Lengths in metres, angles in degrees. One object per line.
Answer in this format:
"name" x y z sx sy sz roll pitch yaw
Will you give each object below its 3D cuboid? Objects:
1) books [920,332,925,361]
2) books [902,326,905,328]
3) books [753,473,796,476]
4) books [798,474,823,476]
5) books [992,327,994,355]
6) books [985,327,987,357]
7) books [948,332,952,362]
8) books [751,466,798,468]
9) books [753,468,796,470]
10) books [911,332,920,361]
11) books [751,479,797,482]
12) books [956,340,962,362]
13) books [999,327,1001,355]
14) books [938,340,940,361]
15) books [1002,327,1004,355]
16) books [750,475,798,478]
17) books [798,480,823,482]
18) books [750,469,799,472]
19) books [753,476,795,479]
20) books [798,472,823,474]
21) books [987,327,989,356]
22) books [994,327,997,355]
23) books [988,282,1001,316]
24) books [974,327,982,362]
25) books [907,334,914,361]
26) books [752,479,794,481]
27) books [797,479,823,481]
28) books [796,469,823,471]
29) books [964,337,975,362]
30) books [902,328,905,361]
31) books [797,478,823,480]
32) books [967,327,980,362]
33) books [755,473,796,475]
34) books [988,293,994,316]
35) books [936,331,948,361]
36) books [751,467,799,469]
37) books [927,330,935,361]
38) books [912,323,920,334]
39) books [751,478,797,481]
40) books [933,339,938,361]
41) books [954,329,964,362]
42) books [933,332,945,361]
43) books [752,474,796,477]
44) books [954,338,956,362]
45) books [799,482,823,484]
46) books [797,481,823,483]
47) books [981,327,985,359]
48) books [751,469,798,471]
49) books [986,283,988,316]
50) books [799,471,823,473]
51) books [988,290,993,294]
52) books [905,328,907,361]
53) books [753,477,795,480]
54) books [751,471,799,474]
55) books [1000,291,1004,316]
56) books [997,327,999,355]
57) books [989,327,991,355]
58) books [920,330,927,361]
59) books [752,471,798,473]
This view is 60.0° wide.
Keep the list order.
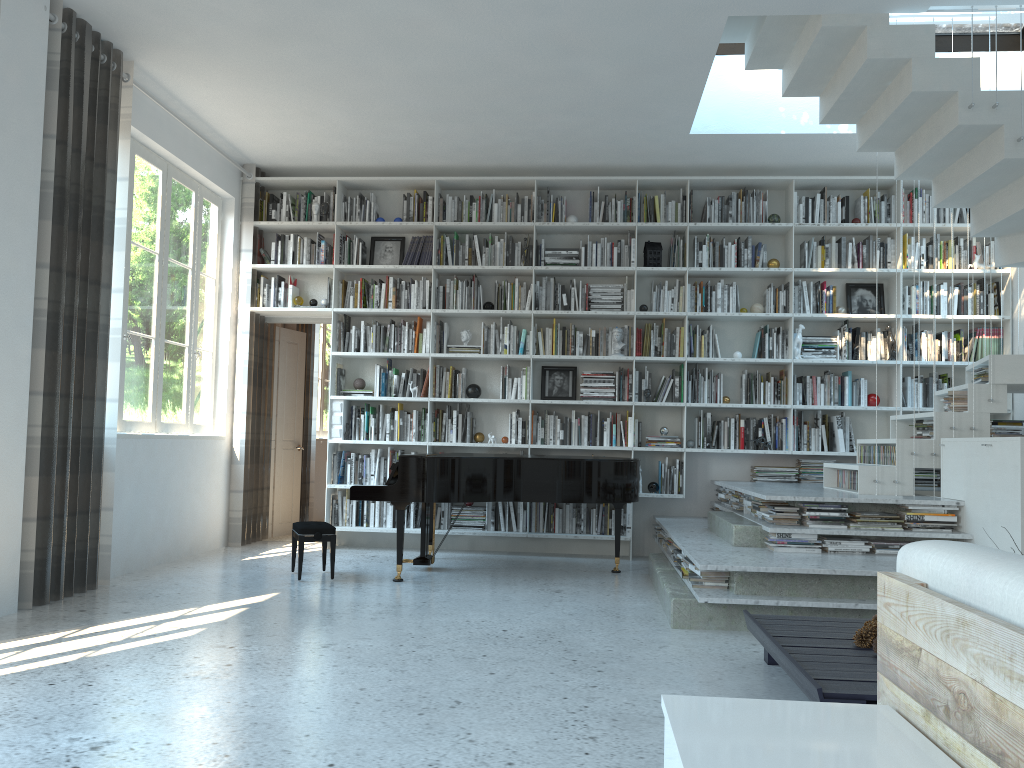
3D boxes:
"books" 3.311 -0.289 7.205 0.026 0.245 0.181 1 -3 5
"books" 3.176 -0.314 7.238 0.010 0.293 0.164 1 -3 5
"books" 2.145 0.741 7.271 0.308 0.008 0.195 1 -4 5
"books" 2.478 0.744 7.232 0.254 0.007 0.161 1 -4 1
"books" 3.849 -0.303 7.167 0.018 0.293 0.169 1 -3 5
"books" 3.794 -0.304 7.171 0.018 0.293 0.169 1 -3 5
"books" 3.535 -0.287 7.209 0.012 0.254 0.161 1 -3 5
"books" 2.148 0.681 7.269 0.345 0.007 0.193 1 -4 7
"books" 2.148 0.696 7.268 0.308 0.008 0.195 1 -4 7
"books" 3.275 -0.288 7.209 0.022 0.243 0.171 1 -3 5
"books" 2.141 0.793 7.257 0.345 0.007 0.193 1 -4 9
"books" 3.589 -0.252 7.168 0.024 0.181 0.191 1 -3 5
"books" 3.902 -0.302 7.151 0.018 0.293 0.169 1 -3 5
"books" 3.440 -0.254 7.213 0.030 0.184 0.137 1 -3 5
"books" 3.921 -0.301 7.160 0.018 0.293 0.169 1 -3 5
"books" 2.144 0.756 7.265 0.345 0.007 0.193 1 -4 3
"books" 2.475 0.793 7.230 0.254 0.007 0.161 1 -4 9
"books" 2.147 0.710 7.258 0.345 0.007 0.193 1 -4 0
"books" 2.142 0.763 7.264 0.308 0.008 0.195 1 -4 7
"books" 2.478 0.724 7.230 0.285 0.007 0.159 1 -4 0
"books" 3.812 -0.303 7.170 0.018 0.293 0.169 1 -3 5
"books" 3.866 -0.303 7.160 0.018 0.293 0.169 1 -3 5
"books" 3.901 -0.669 7.183 0.042 0.292 0.186 1 -3 5
"books" 3.752 -0.304 7.175 0.033 0.294 0.169 1 -3 5
"books" 3.233 -0.284 7.240 0.066 0.236 0.144 1 -3 5
"books" 2.141 0.785 7.258 0.308 0.008 0.195 1 -4 1
"books" 2.476 0.786 7.239 0.254 0.007 0.161 1 -4 5
"books" 2.480 0.704 7.244 0.285 0.007 0.159 1 -4 5
"books" 3.673 -0.264 7.178 0.088 0.217 0.167 1 -3 5
"books" 3.157 -0.307 7.224 0.025 0.277 0.160 1 -3 5
"books" 2.476 0.772 7.230 0.285 0.007 0.159 1 -4 1
"books" 3.714 -0.303 7.178 0.072 0.291 0.169 1 -3 5
"books" 2.147 0.733 7.258 0.308 0.008 0.195 1 -4 10
"books" 3.845 -0.621 7.180 0.029 0.195 0.192 1 -3 5
"books" 3.491 -0.291 7.205 0.029 0.259 0.171 1 -3 5
"books" 2.148 0.689 7.268 0.345 0.007 0.193 1 -4 3
"books" 3.374 -0.296 7.200 0.056 0.261 0.176 1 -3 5
"books" 3.295 -0.326 7.228 0.012 0.322 0.141 1 -3 5
"books" 2.141 0.778 7.255 0.345 0.007 0.193 1 -4 10
"books" 3.412 -0.259 7.195 0.023 0.189 0.169 1 -3 5
"books" 3.617 -0.298 7.196 0.026 0.277 0.170 1 -3 5
"books" 3.465 -0.286 7.197 0.022 0.247 0.181 1 -3 5
"books" 2.143 0.748 7.257 0.308 0.008 0.195 1 -4 0
"books" 3.574 -0.263 7.210 0.014 0.207 0.138 1 -3 5
"books" 2.475 0.806 7.231 0.254 0.007 0.161 1 -4 8
"books" 2.476 0.800 7.239 0.285 0.007 0.159 1 -4 5
"books" 3.775 -0.305 7.159 0.018 0.293 0.169 1 -3 5
"books" 2.148 0.704 7.267 0.345 0.007 0.193 1 -4 7
"books" 3.827 -0.664 7.200 0.013 0.283 0.149 1 -3 5
"books" 2.479 0.718 7.240 0.254 0.007 0.161 1 -4 6
"books" 3.875 -0.636 7.213 0.024 0.230 0.131 1 -3 5
"books" 3.196 -0.306 7.245 0.010 0.279 0.147 1 -3 5
"books" 2.142 0.770 7.259 0.308 0.008 0.195 1 -4 9
"books" 2.147 0.725 7.263 0.345 0.007 0.193 1 -4 2
"books" 3.932 -0.631 7.179 0.021 0.219 0.184 1 -3 5
"books" 3.885 -0.302 7.163 0.018 0.293 0.169 1 -3 5
"books" 3.830 -0.303 7.164 0.018 0.293 0.169 1 -3 5
"books" 3.336 -0.298 7.215 0.022 0.265 0.157 1 -3 5
"books" 2.148 0.718 7.267 0.345 0.007 0.193 1 -4 7
